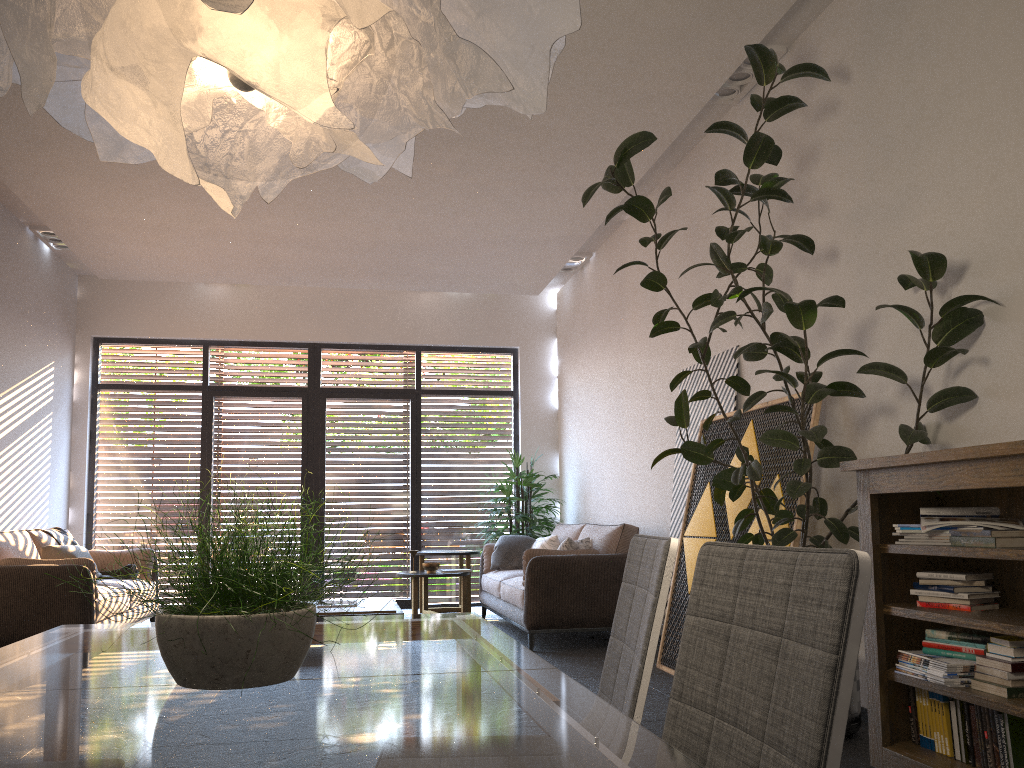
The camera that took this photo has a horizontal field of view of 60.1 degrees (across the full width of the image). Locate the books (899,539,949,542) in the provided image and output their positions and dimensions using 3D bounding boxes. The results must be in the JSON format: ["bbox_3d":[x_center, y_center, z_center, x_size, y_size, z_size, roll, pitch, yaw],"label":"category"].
[{"bbox_3d":[1.634,0.572,3.247,0.253,0.011,0.320,7,-12,-41],"label":"books"}]

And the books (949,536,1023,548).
[{"bbox_3d":[1.660,0.541,3.041,0.179,0.034,0.244,1,-9,-8],"label":"books"}]

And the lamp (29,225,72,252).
[{"bbox_3d":[-4.136,-1.329,8.039,0.253,0.066,0.649,1,-9,-11],"label":"lamp"}]

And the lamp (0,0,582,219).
[{"bbox_3d":[-0.458,-2.847,1.672,1.117,5.183,1.067,-1,-6,0],"label":"lamp"}]

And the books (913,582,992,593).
[{"bbox_3d":[1.630,0.753,3.280,0.162,0.023,0.233,1,-9,-10],"label":"books"}]

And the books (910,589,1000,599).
[{"bbox_3d":[1.633,0.773,3.270,0.175,0.019,0.245,4,-10,-26],"label":"books"}]

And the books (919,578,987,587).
[{"bbox_3d":[1.630,0.729,3.275,0.221,0.023,0.148,-6,-10,30],"label":"books"}]

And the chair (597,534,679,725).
[{"bbox_3d":[0.021,0.770,1.781,0.601,0.914,0.478,0,-6,-1],"label":"chair"}]

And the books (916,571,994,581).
[{"bbox_3d":[1.635,0.708,3.272,0.155,0.020,0.206,4,-10,-26],"label":"books"}]

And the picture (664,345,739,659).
[{"bbox_3d":[1.232,0.828,5.854,0.207,2.007,0.963,0,-6,-11],"label":"picture"}]

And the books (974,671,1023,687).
[{"bbox_3d":[1.688,0.972,2.934,0.227,0.023,0.167,1,-9,-13],"label":"books"}]

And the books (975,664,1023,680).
[{"bbox_3d":[1.699,0.947,2.927,0.243,0.023,0.176,0,-9,-4],"label":"books"}]

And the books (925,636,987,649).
[{"bbox_3d":[1.654,0.920,3.172,0.193,0.014,0.257,3,-9,-23],"label":"books"}]

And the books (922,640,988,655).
[{"bbox_3d":[1.636,0.939,3.172,0.175,0.023,0.251,3,-10,-25],"label":"books"}]

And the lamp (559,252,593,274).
[{"bbox_3d":[0.605,-1.240,8.952,0.253,0.066,0.649,1,-9,-11],"label":"lamp"}]

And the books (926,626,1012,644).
[{"bbox_3d":[1.655,0.899,3.176,0.194,0.028,0.247,5,-10,-31],"label":"books"}]

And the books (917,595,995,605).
[{"bbox_3d":[1.635,0.792,3.263,0.155,0.022,0.206,5,-10,-31],"label":"books"}]

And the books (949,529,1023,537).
[{"bbox_3d":[1.652,0.513,3.051,0.166,0.023,0.229,0,-9,-7],"label":"books"}]

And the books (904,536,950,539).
[{"bbox_3d":[1.645,0.559,3.234,0.253,0.011,0.319,8,-12,-44],"label":"books"}]

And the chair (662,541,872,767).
[{"bbox_3d":[0.067,0.657,1.045,0.601,0.914,0.478,1,-6,-11],"label":"chair"}]

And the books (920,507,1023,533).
[{"bbox_3d":[1.659,0.500,3.216,0.322,0.108,0.274,-4,-9,24],"label":"books"}]

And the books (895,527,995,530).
[{"bbox_3d":[1.636,0.535,3.281,0.253,0.011,0.320,6,-11,-39],"label":"books"}]

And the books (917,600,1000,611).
[{"bbox_3d":[1.642,0.814,3.262,0.159,0.021,0.225,4,-10,-26],"label":"books"}]

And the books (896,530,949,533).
[{"bbox_3d":[1.633,0.542,3.262,0.253,0.011,0.320,6,-11,-39],"label":"books"}]

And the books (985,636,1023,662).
[{"bbox_3d":[1.705,0.873,2.938,0.216,0.069,0.159,0,-8,-1],"label":"books"}]

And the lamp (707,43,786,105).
[{"bbox_3d":[1.333,-1.823,5.191,0.253,0.066,0.649,1,-9,-11],"label":"lamp"}]

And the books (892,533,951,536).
[{"bbox_3d":[1.628,0.555,3.276,0.253,0.011,0.320,4,-10,-29],"label":"books"}]

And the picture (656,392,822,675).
[{"bbox_3d":[1.246,0.920,5.065,0.386,1.596,1.506,1,-7,-11],"label":"picture"}]

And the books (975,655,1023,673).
[{"bbox_3d":[1.690,0.920,2.924,0.225,0.029,0.180,1,-9,-8],"label":"books"}]

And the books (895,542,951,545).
[{"bbox_3d":[1.626,0.584,3.253,0.253,0.011,0.320,6,-11,-37],"label":"books"}]

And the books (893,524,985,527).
[{"bbox_3d":[1.635,0.525,3.291,0.253,0.011,0.320,5,-10,-34],"label":"books"}]

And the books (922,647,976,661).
[{"bbox_3d":[1.637,0.962,3.170,0.175,0.023,0.251,4,-10,-30],"label":"books"}]
